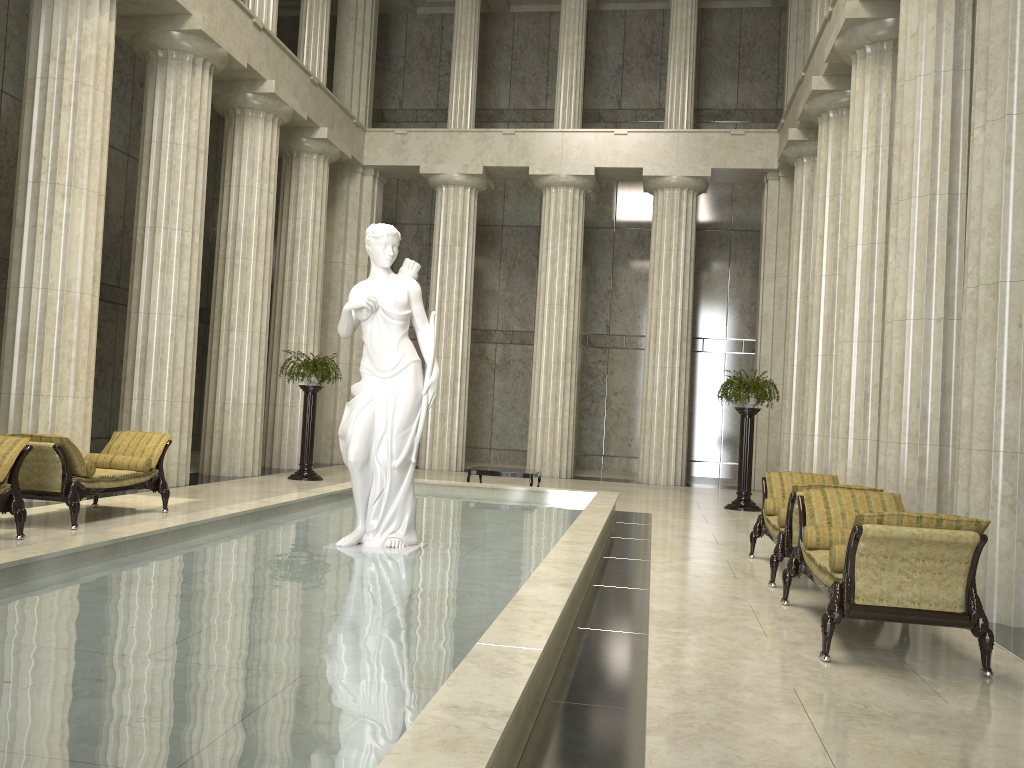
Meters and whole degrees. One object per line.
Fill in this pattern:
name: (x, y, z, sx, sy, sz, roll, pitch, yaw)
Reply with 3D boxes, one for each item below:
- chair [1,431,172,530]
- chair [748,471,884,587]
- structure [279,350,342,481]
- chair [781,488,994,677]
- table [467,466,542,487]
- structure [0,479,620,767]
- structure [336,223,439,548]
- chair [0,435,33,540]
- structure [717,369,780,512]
chair: (-4.724, 1.011, 9.891, 0.993, 0.950, 2.172, 3, -2, 9)
chair: (2.924, 1.383, 8.646, 0.993, 0.950, 2.172, 3, -2, 9)
structure: (-3.734, 0.564, 16.363, 1.159, 2.386, 1.053, 3, -2, 4)
chair: (2.533, 1.279, 6.212, 0.993, 0.950, 2.172, 3, -2, 9)
table: (-0.119, 1.644, 14.476, 1.134, 0.494, 1.123, 3, -2, 8)
structure: (-1.171, 1.540, 7.825, 3.754, 0.508, 11.573, 3, -2, 9)
structure: (-1.122, 0.088, 7.852, 0.940, 3.044, 0.729, 3, -2, 4)
chair: (-5.115, 0.907, 7.457, 0.993, 0.950, 2.172, 3, -2, 9)
structure: (3.990, 0.940, 15.099, 1.053, 2.386, 1.159, 3, -2, 14)
